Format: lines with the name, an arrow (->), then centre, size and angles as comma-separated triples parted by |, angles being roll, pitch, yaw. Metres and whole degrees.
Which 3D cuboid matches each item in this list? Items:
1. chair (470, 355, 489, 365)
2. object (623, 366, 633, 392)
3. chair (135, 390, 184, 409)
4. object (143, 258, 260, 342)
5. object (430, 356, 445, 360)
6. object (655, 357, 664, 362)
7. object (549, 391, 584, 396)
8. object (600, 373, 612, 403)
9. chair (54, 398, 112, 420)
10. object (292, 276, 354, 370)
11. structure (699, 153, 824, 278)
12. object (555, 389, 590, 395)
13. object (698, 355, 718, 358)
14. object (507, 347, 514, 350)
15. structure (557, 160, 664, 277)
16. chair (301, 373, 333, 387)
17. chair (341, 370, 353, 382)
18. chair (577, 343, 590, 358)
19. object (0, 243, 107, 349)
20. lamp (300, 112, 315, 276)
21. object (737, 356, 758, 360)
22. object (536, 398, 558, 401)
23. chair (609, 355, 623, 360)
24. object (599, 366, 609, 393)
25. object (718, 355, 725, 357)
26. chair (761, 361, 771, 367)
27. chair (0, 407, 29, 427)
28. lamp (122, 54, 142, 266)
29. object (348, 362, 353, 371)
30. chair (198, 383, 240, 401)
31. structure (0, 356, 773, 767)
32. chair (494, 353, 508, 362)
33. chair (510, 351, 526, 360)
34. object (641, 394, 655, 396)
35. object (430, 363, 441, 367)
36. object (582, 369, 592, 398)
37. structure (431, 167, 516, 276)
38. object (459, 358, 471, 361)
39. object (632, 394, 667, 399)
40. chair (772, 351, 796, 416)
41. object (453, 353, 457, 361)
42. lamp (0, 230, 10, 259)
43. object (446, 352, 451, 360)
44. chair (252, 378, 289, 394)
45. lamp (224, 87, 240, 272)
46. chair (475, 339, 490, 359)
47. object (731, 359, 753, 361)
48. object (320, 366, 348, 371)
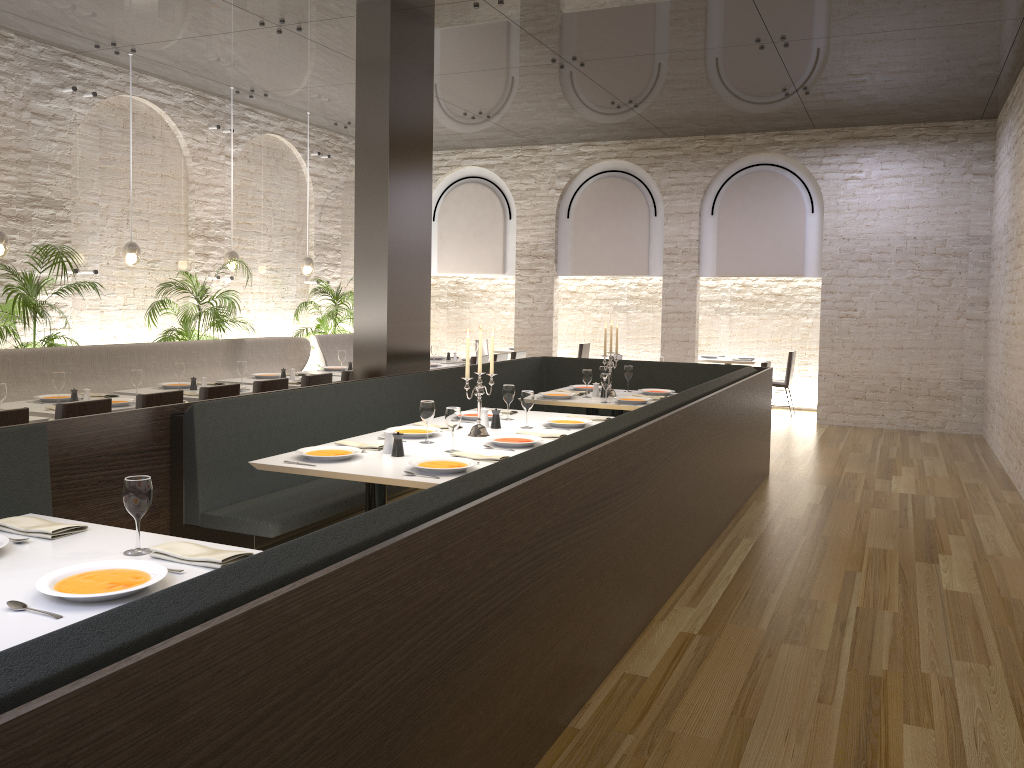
chair -> -0.597, 0.110, 10.401 | 0.566, 0.904, 0.412 | 3, 4, 24
object -> 1.032, -0.045, 7.859 | 0.086, 0.230, 0.086 | 1, 3, -6
chair -> -2.544, 0.489, 5.972 | 0.566, 0.904, 0.412 | 3, 4, 24
object -> -3.335, -0.379, 9.488 | 1.145, 1.970, 1.191 | -1, 4, -26
object -> -1.021, -0.341, 11.673 | 0.322, 0.036, 0.322 | -2, 6, -29
object -> 1.549, -0.171, 9.309 | 0.086, 0.230, 0.087 | -1, 4, -36
object -> 0.462, 0.082, 7.531 | 0.273, 0.033, 0.143 | 3, 6, 24
object -> 0.740, 0.033, 6.973 | 0.086, 0.230, 0.086 | -1, 4, -30
chair -> -2.783, 0.536, 5.429 | 0.566, 0.904, 0.412 | 3, 4, 24
object -> -2.330, -0.572, 11.735 | 1.145, 1.970, 1.191 | 1, 4, 4
structure -> 3.380, -2.287, 12.020 | 1.634, 1.671, 0.098 | 3, 3, 24
object -> 0.524, 0.070, 7.673 | 0.273, 0.033, 0.143 | 3, 6, 24
object -> 2.911, -0.401, 13.083 | 0.321, 0.036, 0.322 | -2, 6, -31
object -> 0.072, -0.570, 14.326 | 0.321, 0.036, 0.322 | -2, 6, -31
structure -> 1.439, -2.402, 12.869 | 1.634, 1.671, 0.098 | 3, 3, 24
chair -> -1.854, 0.355, 7.542 | 0.566, 0.904, 0.412 | 3, 4, 24
chair -> -1.625, 0.310, 8.063 | 0.566, 0.904, 0.412 | 3, 4, 24
chair -> 0.911, -0.197, 13.967 | 0.566, 0.904, 0.412 | 3, 4, 24
object -> -4.141, -0.221, 7.648 | 1.189, 1.970, 1.147 | -2, 4, -36
lamp -> -2.570, -2.387, 11.170 | 0.178, 2.036, 0.178 | 1, 3, 3
object -> 3.403, -0.372, 12.866 | 0.321, 0.036, 0.322 | -2, 6, -31
object -> 0.282, 0.124, 7.078 | 0.185, 0.010, 0.017 | 3, 5, 24
chair -> 1.480, 0.112, 10.783 | 0.566, 0.904, 0.412 | 3, 4, 24
object -> 0.803, -0.039, 7.754 | 0.086, 0.230, 0.086 | -1, 4, -30
object -> 3.065, -0.420, 13.389 | 0.273, 0.033, 0.143 | 3, 6, 24
chair -> 2.681, 0.183, 10.257 | 0.566, 0.904, 0.412 | 3, 4, 24
chair -> -3.010, 0.580, 4.911 | 0.566, 0.904, 0.412 | 3, 4, 24
lamp -> -3.697, -2.167, 8.606 | 0.178, 2.036, 0.178 | 2, 3, 9
object -> -1.726, -0.185, 9.458 | 0.059, 0.109, 0.059 | -1, 4, -31
chair -> -2.318, 0.445, 6.485 | 0.566, 0.904, 0.412 | 3, 4, 24
structure -> -0.860, 0.684, 3.712 | 2.373, 0.998, 10.769 | 3, 6, 23
chair -> -0.372, 0.066, 10.914 | 0.566, 0.904, 0.412 | 3, 4, 24
chair -> -0.140, 0.020, 11.442 | 0.566, 0.904, 0.412 | 3, 4, 24
object -> 1.177, 0.096, 7.526 | 0.181, 0.015, 0.038 | 4, 6, 25
object -> -0.988, -0.222, 10.412 | 0.322, 0.036, 0.322 | -2, 6, -29
object -> 0.621, -0.004, 7.339 | 0.086, 0.230, 0.086 | -1, 4, -30
structure -> -0.630, -2.525, 13.775 | 1.634, 1.671, 0.098 | 3, 3, 24
object -> -0.529, -0.312, 11.455 | 0.322, 0.036, 0.322 | -2, 6, -29
object -> 1.151, 0.107, 7.391 | 0.273, 0.033, 0.143 | 3, 6, 24
chair -> 3.763, -0.028, 12.719 | 0.566, 0.904, 0.412 | 3, 4, 24
object -> -0.741, -0.361, 11.524 | 0.059, 0.109, 0.059 | -1, 4, -31
lamp -> -4.261, -2.057, 7.322 | 0.178, 2.036, 0.178 | 4, 4, 45
object -> -0.824, -0.361, 11.510 | 0.059, 0.109, 0.059 | -1, 4, -31
chair -> -2.092, 0.401, 7.001 | 0.566, 0.904, 0.412 | 3, 4, 24
lamp -> -3.128, -2.278, 9.901 | 0.178, 2.036, 0.178 | 1, 3, 3
chair -> -0.290, -0.269, 14.493 | 0.566, 0.904, 0.412 | 3, 4, 24
object -> 3.256, -0.337, 12.537 | 0.273, 0.033, 0.143 | 3, 6, 24
object -> -1.923, -0.165, 9.620 | 0.322, 0.036, 0.322 | -2, 6, -29
